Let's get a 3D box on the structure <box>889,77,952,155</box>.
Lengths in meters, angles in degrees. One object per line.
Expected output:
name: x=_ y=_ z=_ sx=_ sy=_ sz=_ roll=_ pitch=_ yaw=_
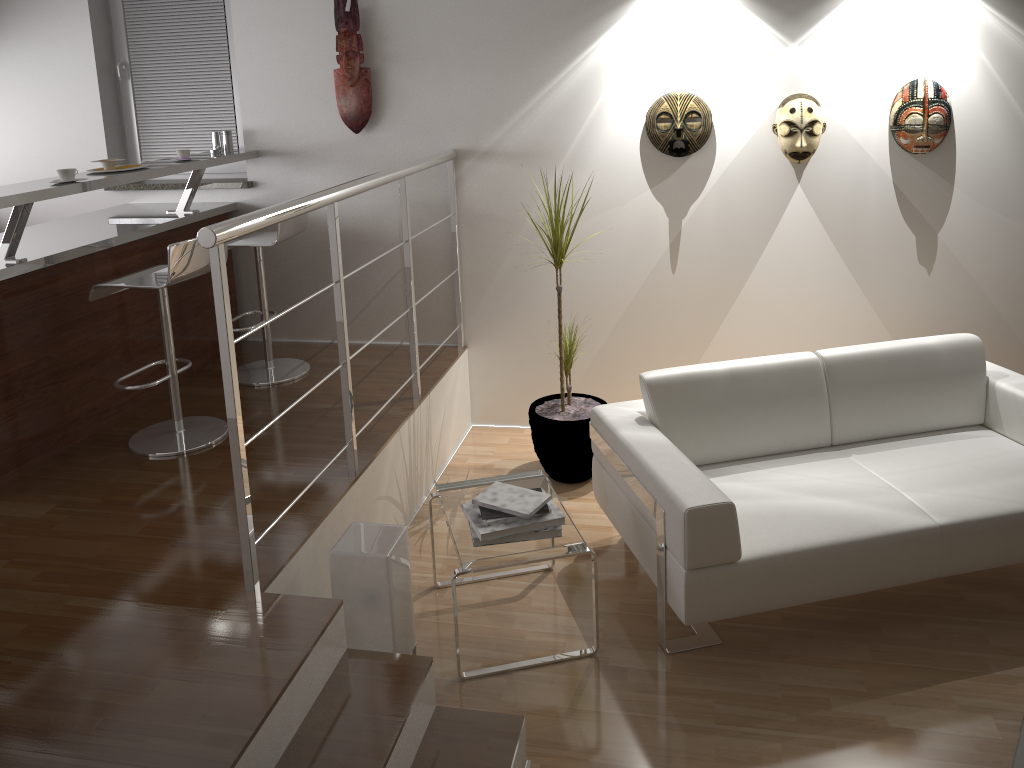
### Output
structure: x=1.856 y=-1.211 z=3.961 sx=0.265 sy=0.343 sz=0.078 roll=1 pitch=12 yaw=12

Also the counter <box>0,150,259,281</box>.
counter: x=-1.949 y=-0.812 z=3.971 sx=0.838 sy=0.307 sz=2.185 roll=1 pitch=19 yaw=12

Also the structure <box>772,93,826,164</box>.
structure: x=1.333 y=-1.177 z=4.051 sx=0.243 sy=0.318 sz=0.134 roll=1 pitch=13 yaw=13

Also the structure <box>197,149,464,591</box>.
structure: x=-0.530 y=-0.304 z=3.468 sx=0.057 sy=1.012 sz=2.415 roll=0 pitch=18 yaw=12

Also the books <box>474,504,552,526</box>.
books: x=0.002 y=0.405 z=2.875 sx=0.218 sy=0.014 sz=0.157 roll=-9 pitch=20 yaw=-17

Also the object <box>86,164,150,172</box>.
object: x=-1.720 y=-0.944 z=3.837 sx=0.218 sy=0.010 sz=0.321 roll=3 pitch=20 yaw=14

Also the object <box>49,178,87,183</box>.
object: x=-1.722 y=-0.781 z=3.376 sx=0.140 sy=0.008 sz=0.134 roll=3 pitch=20 yaw=14

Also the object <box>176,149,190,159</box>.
object: x=-1.577 y=-1.105 z=4.219 sx=0.081 sy=0.044 sz=0.068 roll=-17 pitch=22 yaw=-38

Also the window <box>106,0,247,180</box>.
window: x=-1.841 y=-1.769 z=4.877 sx=0.843 sy=1.226 sz=0.146 roll=1 pitch=12 yaw=12

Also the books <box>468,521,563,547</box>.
books: x=0.004 y=0.450 z=2.884 sx=0.288 sy=0.026 sz=0.236 roll=-5 pitch=19 yaw=-8

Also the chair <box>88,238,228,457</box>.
chair: x=-1.371 y=-0.184 z=3.522 sx=0.426 sy=0.820 sz=0.401 roll=1 pitch=13 yaw=16

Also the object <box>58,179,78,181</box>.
object: x=-1.721 y=-0.787 z=3.386 sx=0.077 sy=0.002 sz=0.079 roll=-11 pitch=21 yaw=-22

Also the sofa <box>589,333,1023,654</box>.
sofa: x=1.275 y=0.317 z=3.236 sx=1.787 sy=0.715 sz=0.938 roll=-7 pitch=17 yaw=-12

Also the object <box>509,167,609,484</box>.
object: x=0.213 y=-0.268 z=3.978 sx=0.442 sy=1.426 sz=0.517 roll=3 pitch=13 yaw=25

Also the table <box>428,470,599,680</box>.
table: x=-0.013 y=0.623 z=3.013 sx=0.465 sy=0.386 sz=0.570 roll=-6 pitch=17 yaw=-12

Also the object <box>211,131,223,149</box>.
object: x=-1.567 y=-1.285 z=4.652 sx=0.052 sy=0.106 sz=0.054 roll=-3 pitch=13 yaw=-4

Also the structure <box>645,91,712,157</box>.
structure: x=0.796 y=-1.239 z=4.185 sx=0.317 sy=0.306 sz=0.071 roll=1 pitch=12 yaw=13

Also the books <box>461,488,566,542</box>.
books: x=0.002 y=0.425 z=2.879 sx=0.289 sy=0.026 sz=0.235 roll=-9 pitch=20 yaw=-17

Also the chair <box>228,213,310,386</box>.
chair: x=-1.208 y=-0.458 z=4.285 sx=0.425 sy=0.820 sz=0.400 roll=-1 pitch=13 yaw=8

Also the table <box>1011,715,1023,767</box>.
table: x=1.573 y=0.984 z=2.010 sx=0.708 sy=0.241 sz=0.817 roll=11 pitch=23 yaw=35

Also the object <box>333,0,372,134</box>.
object: x=-0.820 y=-1.665 z=4.450 sx=0.153 sy=0.763 sz=0.154 roll=-10 pitch=13 yaw=-32

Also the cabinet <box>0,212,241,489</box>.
cabinet: x=-2.020 y=-0.267 z=3.979 sx=0.633 sy=0.723 sz=1.921 roll=1 pitch=18 yaw=12

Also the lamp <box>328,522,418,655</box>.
lamp: x=-0.425 y=0.700 z=2.729 sx=0.199 sy=0.465 sz=0.199 roll=0 pitch=13 yaw=12

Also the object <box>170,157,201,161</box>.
object: x=-1.577 y=-1.079 z=4.211 sx=0.140 sy=0.008 sz=0.134 roll=-5 pitch=19 yaw=-8

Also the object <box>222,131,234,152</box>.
object: x=-1.508 y=-1.287 z=4.646 sx=0.052 sy=0.108 sz=0.054 roll=-3 pitch=13 yaw=-4

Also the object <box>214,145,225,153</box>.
object: x=-1.537 y=-1.237 z=4.603 sx=0.052 sy=0.044 sz=0.052 roll=-12 pitch=18 yaw=-29

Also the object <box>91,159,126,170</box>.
object: x=-1.726 y=-0.945 z=3.772 sx=0.129 sy=0.040 sz=0.145 roll=2 pitch=19 yaw=13

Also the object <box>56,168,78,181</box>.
object: x=-1.716 y=-0.808 z=3.386 sx=0.080 sy=0.044 sz=0.069 roll=-14 pitch=20 yaw=-32

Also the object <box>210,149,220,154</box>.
object: x=-1.560 y=-1.221 z=4.597 sx=0.051 sy=0.018 sz=0.052 roll=2 pitch=19 yaw=14
